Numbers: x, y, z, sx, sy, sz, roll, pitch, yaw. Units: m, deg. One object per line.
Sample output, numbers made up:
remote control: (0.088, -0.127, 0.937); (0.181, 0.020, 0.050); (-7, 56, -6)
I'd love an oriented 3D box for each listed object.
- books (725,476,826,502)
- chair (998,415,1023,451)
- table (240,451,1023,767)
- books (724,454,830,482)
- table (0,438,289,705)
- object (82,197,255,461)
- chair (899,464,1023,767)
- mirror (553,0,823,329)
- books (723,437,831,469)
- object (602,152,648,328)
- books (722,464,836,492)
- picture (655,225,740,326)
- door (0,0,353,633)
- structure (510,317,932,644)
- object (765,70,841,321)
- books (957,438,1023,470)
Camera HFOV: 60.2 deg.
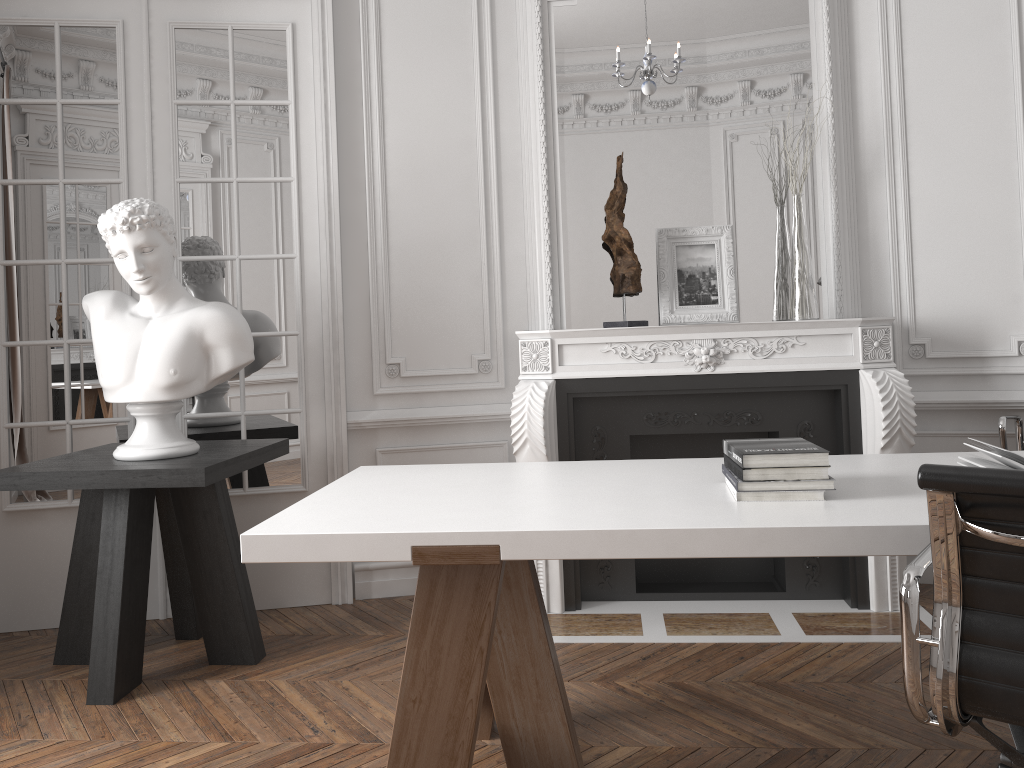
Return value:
books: (0.607, 0.239, 2.058); (0.191, 0.023, 0.242); (-2, 3, 8)
chair: (2.060, 0.420, 3.087); (0.692, 0.925, 0.668); (-2, 0, 30)
table: (0.803, 0.613, 2.120); (2.619, 0.750, 0.901); (-2, 2, 6)
books: (0.610, 0.190, 2.058); (0.190, 0.028, 0.240); (-2, 3, 4)
table: (-1.294, 0.629, 3.218); (0.767, 0.751, 0.768); (-2, 1, 6)
object: (-1.280, -0.206, 3.189); (0.633, 0.926, 0.392); (-2, 0, 6)
chair: (0.990, 0.565, 1.376); (0.692, 0.925, 0.668); (-2, 1, 32)
mirror: (0.768, -1.128, 3.936); (1.122, 1.817, 0.001); (-2, -1, 6)
books: (0.611, 0.160, 2.068); (0.191, 0.032, 0.259); (-2, 3, 4)
object: (0.468, -0.618, 3.774); (0.165, 0.755, 0.142); (-1, -1, -42)
books: (0.615, 0.215, 2.066); (0.211, 0.023, 0.259); (-2, 3, 6)
picture: (0.813, -0.479, 3.881); (0.340, 0.436, 0.096); (-2, -1, 6)
door: (-1.513, -0.378, 3.737); (1.565, 2.741, 0.085); (-2, -1, -10)
structure: (0.788, 0.350, 3.576); (1.604, 1.186, 0.809); (-2, 0, 6)
object: (1.255, -0.794, 3.708); (0.289, 1.055, 0.296); (-3, -1, 44)
books: (1.190, 0.181, 2.003); (0.278, 0.096, 0.226); (-2, 3, 8)
